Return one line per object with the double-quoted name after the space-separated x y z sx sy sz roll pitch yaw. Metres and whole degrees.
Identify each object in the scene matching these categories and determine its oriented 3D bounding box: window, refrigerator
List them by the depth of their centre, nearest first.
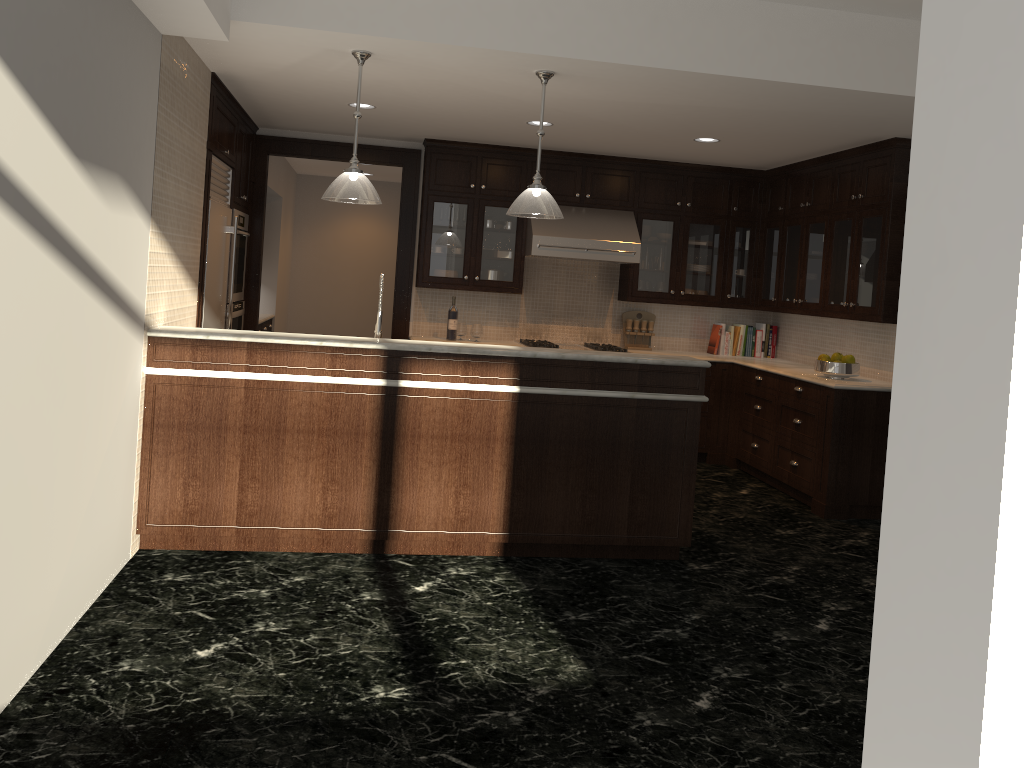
0.051 -0.316 0.699 2.308 2.197 0.153 3 1 -10 "window"
-2.328 -0.477 6.020 0.686 2.117 0.893 4 2 -9 "refrigerator"

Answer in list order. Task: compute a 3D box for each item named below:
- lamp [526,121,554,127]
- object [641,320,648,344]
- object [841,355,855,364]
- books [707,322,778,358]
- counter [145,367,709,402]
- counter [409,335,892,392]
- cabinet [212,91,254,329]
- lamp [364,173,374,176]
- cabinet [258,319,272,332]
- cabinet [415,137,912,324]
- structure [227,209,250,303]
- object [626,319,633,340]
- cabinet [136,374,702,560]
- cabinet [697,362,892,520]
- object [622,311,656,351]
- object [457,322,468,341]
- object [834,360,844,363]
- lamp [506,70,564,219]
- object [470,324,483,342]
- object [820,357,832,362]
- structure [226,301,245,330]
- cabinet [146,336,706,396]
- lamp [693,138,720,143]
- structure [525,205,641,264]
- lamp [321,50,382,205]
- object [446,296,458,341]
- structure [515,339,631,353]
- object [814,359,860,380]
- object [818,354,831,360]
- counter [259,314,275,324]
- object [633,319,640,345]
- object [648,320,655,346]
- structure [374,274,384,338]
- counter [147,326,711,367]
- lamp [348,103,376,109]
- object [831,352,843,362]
0.205 -1.937 6.350 0.197 0.136 0.199 -1 7 -44 "lamp"
1.187 -0.469 7.974 0.061 0.225 0.061 3 2 -40 "object"
2.405 -0.163 6.313 0.091 0.098 0.093 1 5 -39 "object"
2.116 -0.415 8.128 0.602 0.311 0.195 3 3 -10 "books"
-0.449 -0.057 4.986 2.865 0.032 1.061 3 7 -9 "counter"
0.936 -0.181 6.879 3.364 0.032 2.331 3 7 -9 "counter"
-2.371 -0.774 6.422 0.756 2.415 1.853 4 3 -9 "cabinet"
-1.730 -2.556 10.493 0.197 0.136 0.199 1 6 -34 "lamp"
-2.458 -0.226 8.583 0.057 0.743 1.803 4 6 -9 "cabinet"
1.013 -1.249 6.860 3.363 1.252 2.322 3 6 -9 "cabinet"
-2.395 -1.012 6.887 0.613 0.699 0.762 3 4 -9 "structure"
1.051 -0.475 7.952 0.061 0.228 0.061 3 2 -28 "object"
-0.477 0.382 5.000 2.844 0.911 1.032 3 4 -9 "cabinet"
0.904 0.274 6.889 3.364 0.878 2.330 3 6 -9 "cabinet"
1.152 -0.485 7.978 0.316 0.348 0.111 3 2 -9 "object"
-0.438 -0.453 7.598 0.112 0.150 0.113 3 3 -17 "object"
2.336 -0.121 6.318 0.091 0.097 0.092 5 4 20 "object"
0.152 -1.304 4.807 0.317 0.781 0.318 4 2 5 "lamp"
-0.299 -0.435 7.533 0.112 0.150 0.113 3 3 -17 "object"
2.275 -0.144 6.398 0.100 0.096 0.091 5 4 8 "object"
-2.479 -0.461 6.892 0.664 0.387 0.768 3 6 -9 "structure"
-0.389 -0.103 4.625 2.833 0.152 0.294 3 6 -9 "cabinet"
1.449 -1.873 6.550 0.198 0.136 0.198 6 5 26 "lamp"
0.590 -1.314 7.637 0.929 0.476 0.643 3 5 -9 "structure"
-0.818 -1.353 4.650 0.317 0.781 0.318 4 2 5 "lamp"
-0.502 -0.557 7.481 0.094 0.377 0.095 4 2 6 "object"
0.497 0.071 7.642 0.905 0.836 0.723 3 4 -9 "structure"
2.358 -0.103 6.406 0.318 0.122 0.320 2 6 -15 "object"
2.289 -0.170 6.471 0.093 0.098 0.091 1 5 -42 "object"
-2.755 -0.631 8.523 0.708 0.032 1.868 3 7 -9 "counter"
1.116 -0.467 7.962 0.061 0.237 0.061 3 2 -40 "object"
1.252 -0.460 7.985 0.061 0.237 0.061 6 2 44 "object"
-0.749 -0.357 4.966 0.051 0.529 0.244 4 2 -10 "structure"
-0.373 -0.194 4.625 2.851 0.032 0.330 3 7 -9 "counter"
-1.040 -2.001 6.149 0.197 0.136 0.199 4 5 -4 "lamp"
2.356 -0.178 6.387 0.091 0.099 0.096 2 5 -33 "object"
